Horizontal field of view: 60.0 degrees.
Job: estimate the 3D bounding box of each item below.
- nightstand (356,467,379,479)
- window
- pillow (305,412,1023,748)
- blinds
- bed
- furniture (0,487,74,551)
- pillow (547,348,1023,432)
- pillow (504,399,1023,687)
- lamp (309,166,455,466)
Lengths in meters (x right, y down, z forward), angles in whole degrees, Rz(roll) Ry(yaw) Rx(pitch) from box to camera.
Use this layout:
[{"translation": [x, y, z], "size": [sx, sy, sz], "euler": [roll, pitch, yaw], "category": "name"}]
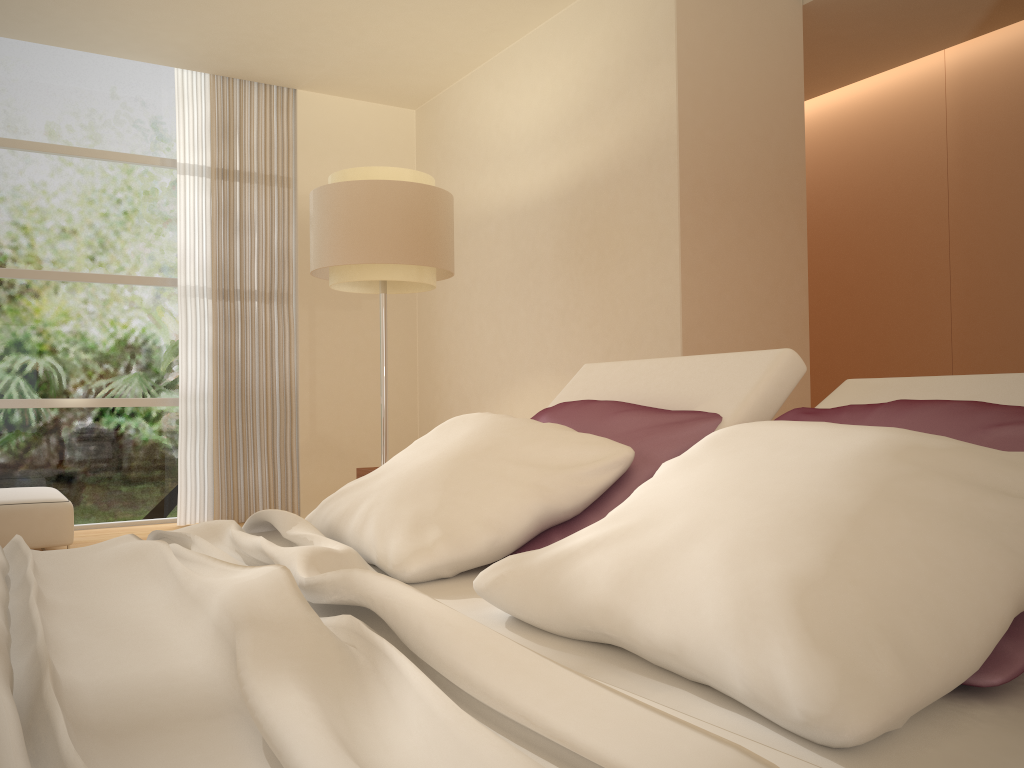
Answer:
[{"translation": [0.657, 0.567, 2.034], "size": [0.493, 0.539, 4.220], "euler": [0, -1, -31], "category": "nightstand"}, {"translation": [-3.764, -0.715, 5.432], "size": [4.781, 3.371, 0.071], "euler": [0, -1, -31], "category": "window"}, {"translation": [0.099, 0.227, 1.688], "size": [0.561, 0.339, 1.720], "euler": [0, -1, -31], "category": "pillow"}, {"translation": [-1.913, -0.715, 6.200], "size": [0.814, 3.351, 0.202], "euler": [0, -1, -32], "category": "blinds"}, {"translation": [-0.525, 0.551, 1.250], "size": [2.535, 0.570, 2.599], "euler": [0, -1, -31], "category": "bed"}, {"translation": [-2.926, 0.770, 4.764], "size": [0.965, 0.346, 0.964], "euler": [0, -1, -31], "category": "furniture"}, {"translation": [0.600, 0.141, 2.016], "size": [0.461, 0.457, 1.779], "euler": [0, -1, -32], "category": "pillow"}, {"translation": [0.326, 0.213, 1.835], "size": [0.575, 0.369, 1.683], "euler": [0, -1, -31], "category": "pillow"}, {"translation": [-0.688, -0.095, 4.782], "size": [0.817, 2.018, 0.817], "euler": [-1, -1, 12], "category": "lamp"}]
